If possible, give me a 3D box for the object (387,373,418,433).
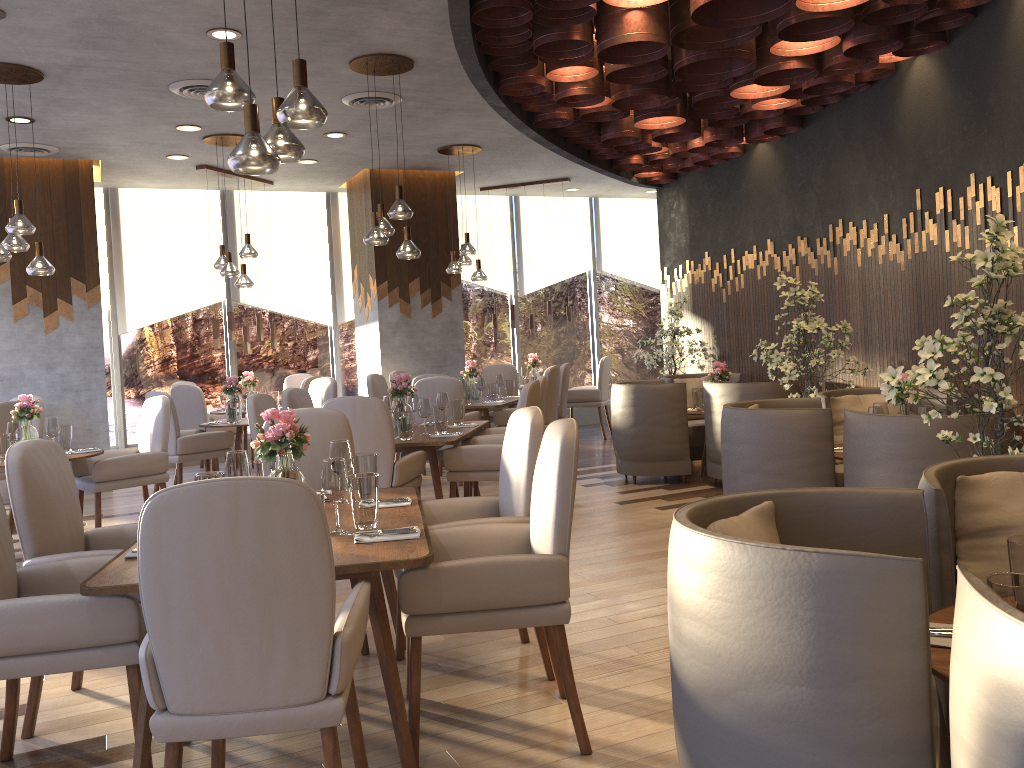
[{"bbox_3d":[-0.756,0.131,6.106,0.210,0.415,0.198,-3,2,23],"label":"object"}]

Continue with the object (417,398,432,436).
[{"bbox_3d":[-0.576,0.216,5.858,0.092,0.244,0.092,-4,2,-33],"label":"object"}]

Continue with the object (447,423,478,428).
[{"bbox_3d":[-0.373,0.294,6.314,0.255,0.019,0.157,-3,3,9],"label":"object"}]

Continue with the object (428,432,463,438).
[{"bbox_3d":[-0.450,0.327,5.745,0.255,0.019,0.157,-3,3,9],"label":"object"}]

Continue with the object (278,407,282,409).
[{"bbox_3d":[-2.582,0.258,9.452,0.255,0.019,0.158,-2,3,22],"label":"object"}]

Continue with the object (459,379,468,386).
[{"bbox_3d":[-0.470,0.073,8.547,0.092,0.244,0.092,-4,1,-22],"label":"object"}]

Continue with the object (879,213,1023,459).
[{"bbox_3d":[1.790,0.197,3.273,0.746,1.615,0.789,-2,2,42],"label":"object"}]

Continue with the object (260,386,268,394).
[{"bbox_3d":[-2.681,0.144,9.587,0.092,0.244,0.092,-3,1,24],"label":"object"}]

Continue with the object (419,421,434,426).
[{"bbox_3d":[-0.603,0.292,6.594,0.157,0.019,0.255,-3,3,6],"label":"object"}]

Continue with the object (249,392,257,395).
[{"bbox_3d":[-2.364,0.201,8.128,0.092,0.244,0.092,-3,1,21],"label":"object"}]

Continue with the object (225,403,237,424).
[{"bbox_3d":[-2.463,0.257,7.780,0.102,0.178,0.102,-5,2,-45],"label":"object"}]

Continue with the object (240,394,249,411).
[{"bbox_3d":[-2.803,0.197,9.324,0.102,0.178,0.102,-5,2,-44],"label":"object"}]

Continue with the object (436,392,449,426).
[{"bbox_3d":[-0.499,0.183,6.426,0.092,0.244,0.092,-4,2,-39],"label":"object"}]

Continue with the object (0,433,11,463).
[{"bbox_3d":[-3.252,0.408,5.659,0.102,0.178,0.102,-3,2,14],"label":"object"}]

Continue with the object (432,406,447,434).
[{"bbox_3d":[-0.477,0.240,5.909,0.102,0.178,0.102,-2,2,26],"label":"object"}]

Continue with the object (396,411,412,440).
[{"bbox_3d":[-0.680,0.266,5.634,0.102,0.178,0.102,-3,2,17],"label":"object"}]

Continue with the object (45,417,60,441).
[{"bbox_3d":[-3.100,0.350,5.987,0.092,0.244,0.092,-2,1,30],"label":"object"}]

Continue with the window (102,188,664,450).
[{"bbox_3d":[-3.055,-0.795,7.540,8.056,3.197,16.145,-2,3,20],"label":"window"}]

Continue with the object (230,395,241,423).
[{"bbox_3d":[-2.460,0.219,7.889,0.092,0.244,0.092,-4,1,-31],"label":"object"}]

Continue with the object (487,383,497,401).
[{"bbox_3d":[-0.191,0.084,8.681,0.102,0.178,0.102,-4,2,-35],"label":"object"}]

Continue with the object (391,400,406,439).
[{"bbox_3d":[-0.730,0.230,5.731,0.092,0.244,0.092,-3,1,-9],"label":"object"}]

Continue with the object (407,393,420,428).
[{"bbox_3d":[-0.716,0.192,6.465,0.092,0.244,0.092,-2,1,31],"label":"object"}]

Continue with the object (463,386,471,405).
[{"bbox_3d":[-0.436,0.109,8.443,0.102,0.178,0.102,-5,2,-44],"label":"object"}]

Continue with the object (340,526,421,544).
[{"bbox_3d":[-0.418,0.475,2.811,0.255,0.019,0.157,-4,3,-8],"label":"object"}]

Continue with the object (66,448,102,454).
[{"bbox_3d":[-2.930,0.453,6.008,0.255,0.019,0.157,-6,4,-40],"label":"object"}]

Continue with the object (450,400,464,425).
[{"bbox_3d":[-0.400,0.207,6.477,0.102,0.178,0.102,-4,2,-24],"label":"object"}]

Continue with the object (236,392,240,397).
[{"bbox_3d":[-2.984,0.162,9.569,0.092,0.244,0.092,-2,2,43],"label":"object"}]

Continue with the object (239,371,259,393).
[{"bbox_3d":[-2.841,0.067,9.604,0.210,0.415,0.198,-3,1,-12],"label":"object"}]

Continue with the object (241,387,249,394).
[{"bbox_3d":[-2.837,0.161,9.428,0.092,0.244,0.092,-2,2,39],"label":"object"}]

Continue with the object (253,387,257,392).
[{"bbox_3d":[-2.850,0.146,9.741,0.092,0.244,0.092,-4,1,-17],"label":"object"}]

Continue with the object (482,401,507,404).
[{"bbox_3d":[-0.191,0.172,8.516,0.255,0.019,0.157,-2,3,19],"label":"object"}]

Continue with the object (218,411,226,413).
[{"bbox_3d":[-2.964,0.285,9.332,0.157,0.019,0.255,-2,3,20],"label":"object"}]

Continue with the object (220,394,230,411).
[{"bbox_3d":[-3.085,0.202,9.534,0.102,0.178,0.102,-3,2,14],"label":"object"}]

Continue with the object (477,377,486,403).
[{"bbox_3d":[-0.297,0.058,8.646,0.092,0.244,0.092,-4,1,-29],"label":"object"}]

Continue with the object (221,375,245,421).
[{"bbox_3d":[-2.538,0.129,8.053,0.210,0.415,0.198,-3,2,23],"label":"object"}]

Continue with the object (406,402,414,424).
[{"bbox_3d":[-0.770,0.223,6.559,0.102,0.178,0.102,-3,2,22],"label":"object"}]

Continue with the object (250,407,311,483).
[{"bbox_3d":[-0.795,0.287,3.083,0.210,0.415,0.198,-3,1,-12],"label":"object"}]

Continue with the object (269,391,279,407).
[{"bbox_3d":[-2.574,0.170,9.616,0.102,0.178,0.102,-4,2,-22],"label":"object"}]

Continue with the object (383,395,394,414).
[{"bbox_3d":[-0.881,0.207,6.362,0.092,0.244,0.092,-2,1,28],"label":"object"}]

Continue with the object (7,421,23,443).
[{"bbox_3d":[-3.233,0.369,5.766,0.092,0.244,0.092,-4,2,-39],"label":"object"}]

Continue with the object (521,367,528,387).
[{"bbox_3d":[0.159,-0.090,11.132,0.092,0.244,0.092,-3,1,-2],"label":"object"}]

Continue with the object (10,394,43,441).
[{"bbox_3d":[-3.262,0.275,5.966,0.210,0.415,0.198,-2,2,38],"label":"object"}]

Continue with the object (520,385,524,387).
[{"bbox_3d":[0.062,0.022,11.264,0.255,0.019,0.157,-2,3,18],"label":"object"}]

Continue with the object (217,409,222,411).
[{"bbox_3d":[-3.081,0.273,9.702,0.255,0.019,0.157,-2,3,18],"label":"object"}]

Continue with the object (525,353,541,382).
[{"bbox_3d":[0.275,-0.176,11.018,0.210,0.415,0.198,-2,2,43],"label":"object"}]

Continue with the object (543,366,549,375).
[{"bbox_3d":[0.437,-0.105,11.146,0.092,0.244,0.092,-4,2,-34],"label":"object"}]

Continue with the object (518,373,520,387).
[{"bbox_3d":[0.058,-0.049,11.096,0.102,0.178,0.102,-2,2,24],"label":"object"}]

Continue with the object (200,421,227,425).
[{"bbox_3d":[-2.613,0.342,7.844,0.157,0.019,0.255,-1,4,39],"label":"object"}]

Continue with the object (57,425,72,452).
[{"bbox_3d":[-3.075,0.376,6.095,0.102,0.178,0.102,-3,2,-4],"label":"object"}]
